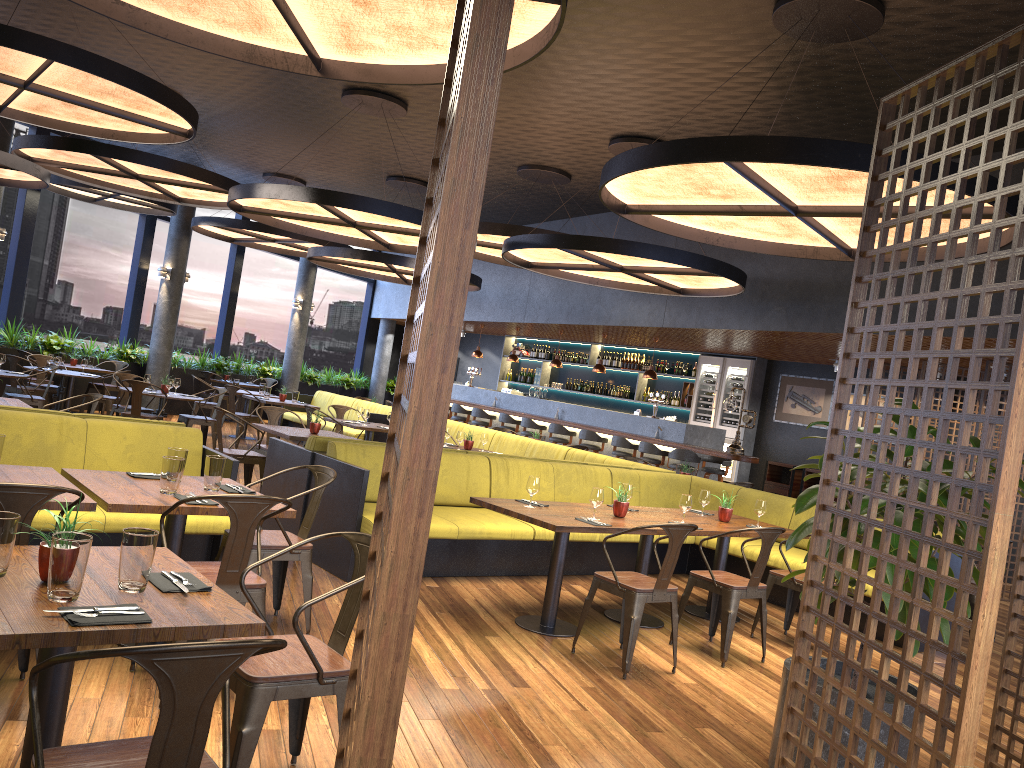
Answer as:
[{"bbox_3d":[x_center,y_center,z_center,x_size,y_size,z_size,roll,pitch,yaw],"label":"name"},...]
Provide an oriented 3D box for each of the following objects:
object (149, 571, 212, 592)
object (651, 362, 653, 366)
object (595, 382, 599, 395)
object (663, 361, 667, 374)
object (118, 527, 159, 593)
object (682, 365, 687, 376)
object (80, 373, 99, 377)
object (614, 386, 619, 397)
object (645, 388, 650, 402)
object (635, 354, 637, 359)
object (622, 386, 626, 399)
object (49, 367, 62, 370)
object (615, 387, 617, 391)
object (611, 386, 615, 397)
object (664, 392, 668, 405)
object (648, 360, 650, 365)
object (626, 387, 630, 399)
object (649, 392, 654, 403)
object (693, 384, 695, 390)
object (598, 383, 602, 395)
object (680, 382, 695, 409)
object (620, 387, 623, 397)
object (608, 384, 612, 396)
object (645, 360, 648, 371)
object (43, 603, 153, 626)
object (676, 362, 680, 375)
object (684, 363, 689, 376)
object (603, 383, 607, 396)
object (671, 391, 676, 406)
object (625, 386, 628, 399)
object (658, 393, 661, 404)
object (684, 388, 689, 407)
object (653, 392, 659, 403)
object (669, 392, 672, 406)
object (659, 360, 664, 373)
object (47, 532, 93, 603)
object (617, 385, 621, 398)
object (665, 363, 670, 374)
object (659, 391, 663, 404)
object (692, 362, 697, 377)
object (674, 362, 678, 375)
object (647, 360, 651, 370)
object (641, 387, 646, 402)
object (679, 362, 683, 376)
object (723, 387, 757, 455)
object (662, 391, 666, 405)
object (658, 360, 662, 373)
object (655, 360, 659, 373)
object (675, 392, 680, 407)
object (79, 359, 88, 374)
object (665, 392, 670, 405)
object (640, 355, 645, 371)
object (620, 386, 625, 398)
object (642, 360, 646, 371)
[{"bbox_3d":[-1.038,0.618,2.772,0.157,0.019,0.255,9,0,-39],"label":"object"},{"bbox_3d":[2.690,-0.336,17.104,0.056,0.227,0.056,9,0,-37],"label":"object"},{"bbox_3d":[1.743,0.088,18.097,0.063,0.254,0.063,9,0,24],"label":"object"},{"bbox_3d":[2.915,-0.314,16.869,0.063,0.254,0.063,9,0,39],"label":"object"},{"bbox_3d":[-1.116,0.525,2.634,0.102,0.178,0.102,9,0,37],"label":"object"},{"bbox_3d":[3.191,-0.248,16.399,0.097,0.206,0.097,9,0,20],"label":"object"},{"bbox_3d":[-5.908,-0.128,12.354,0.255,0.019,0.157,9,0,-7],"label":"object"},{"bbox_3d":[2.102,0.159,17.694,0.088,0.224,0.088,9,0,-24],"label":"object"},{"bbox_3d":[2.624,0.212,17.098,0.079,0.281,0.079,9,0,30],"label":"object"},{"bbox_3d":[2.425,-0.430,17.501,0.084,0.330,0.084,9,0,-32],"label":"object"},{"bbox_3d":[2.219,0.162,17.490,0.063,0.254,0.063,9,0,-31],"label":"object"},{"bbox_3d":[-6.460,-0.216,12.522,0.255,0.019,0.157,9,0,38],"label":"object"},{"bbox_3d":[2.072,0.164,17.906,0.097,0.206,0.097,9,0,-7],"label":"object"},{"bbox_3d":[2.035,0.149,17.777,0.088,0.224,0.088,9,0,21],"label":"object"},{"bbox_3d":[2.928,0.274,16.819,0.063,0.254,0.063,9,0,14],"label":"object"},{"bbox_3d":[2.651,-0.342,17.152,0.056,0.227,0.056,9,0,13],"label":"object"},{"bbox_3d":[2.308,0.177,17.550,0.063,0.254,0.063,9,0,24],"label":"object"},{"bbox_3d":[2.666,0.256,16.951,0.097,0.206,0.097,9,0,20],"label":"object"},{"bbox_3d":[3.341,0.113,16.189,0.097,0.206,0.097,9,0,1],"label":"object"},{"bbox_3d":[1.805,0.097,18.018,0.063,0.254,0.063,9,0,-1],"label":"object"},{"bbox_3d":[3.276,0.215,16.245,0.161,0.475,0.300,9,0,-39],"label":"object"},{"bbox_3d":[2.190,0.173,17.764,0.088,0.224,0.088,9,0,-44],"label":"object"},{"bbox_3d":[1.986,0.127,17.978,0.063,0.254,0.063,9,0,9],"label":"object"},{"bbox_3d":[2.605,-0.349,17.114,0.056,0.227,0.056,9,0,28],"label":"object"},{"bbox_3d":[-1.101,0.607,2.354,0.255,0.019,0.157,9,0,-39],"label":"object"},{"bbox_3d":[3.087,-0.288,16.470,0.063,0.254,0.063,9,0,-11],"label":"object"},{"bbox_3d":[3.256,-0.261,16.521,0.063,0.254,0.063,9,0,-31],"label":"object"},{"bbox_3d":[1.907,0.114,18.066,0.063,0.254,0.063,9,0,24],"label":"object"},{"bbox_3d":[3.036,0.276,16.577,0.079,0.281,0.079,9,0,25],"label":"object"},{"bbox_3d":[2.280,0.172,17.663,0.063,0.254,0.063,9,0,-11],"label":"object"},{"bbox_3d":[2.829,0.273,16.881,0.088,0.224,0.088,9,0,-44],"label":"object"},{"bbox_3d":[3.226,0.253,16.302,0.091,0.369,0.092,9,0,20],"label":"object"},{"bbox_3d":[2.735,0.258,16.824,0.088,0.224,0.088,9,0,21],"label":"object"},{"bbox_3d":[2.986,0.283,16.704,0.063,0.254,0.063,9,0,-31],"label":"object"},{"bbox_3d":[2.844,-0.326,16.810,0.063,0.254,0.063,9,0,24],"label":"object"},{"bbox_3d":[-1.225,0.507,2.446,0.102,0.178,0.102,9,0,-3],"label":"object"},{"bbox_3d":[2.132,0.149,17.563,0.063,0.254,0.063,9,0,44],"label":"object"},{"bbox_3d":[2.920,-0.290,16.716,0.097,0.206,0.097,9,0,20],"label":"object"},{"bbox_3d":[2.811,0.255,16.706,0.063,0.254,0.063,9,0,-36],"label":"object"},{"bbox_3d":[3.361,-0.258,16.280,0.079,0.281,0.079,9,0,-30],"label":"object"},{"bbox_3d":[3.075,-0.290,16.582,0.063,0.254,0.063,9,0,4],"label":"object"},{"bbox_3d":[2.643,-0.343,17.065,0.056,0.227,0.056,9,0,38],"label":"object"},{"bbox_3d":[2.566,0.203,17.171,0.079,0.281,0.079,9,0,-35],"label":"object"},{"bbox_3d":[3.156,-0.277,16.545,0.063,0.254,0.063,9,0,14],"label":"object"},{"bbox_3d":[3.216,0.520,12.598,0.566,0.944,0.263,9,0,44],"label":"object"},{"bbox_3d":[2.869,0.264,16.761,0.063,0.254,0.063,9,0,-11],"label":"object"},{"bbox_3d":[2.843,-0.326,16.958,0.063,0.254,0.063,9,0,14],"label":"object"},{"bbox_3d":[2.762,-0.339,16.900,0.063,0.254,0.063,9,0,-41],"label":"object"},{"bbox_3d":[3.094,0.285,16.503,0.079,0.281,0.079,9,0,-45],"label":"object"},{"bbox_3d":[-6.021,-0.241,12.470,0.097,0.206,0.097,9,0,-34],"label":"object"},{"bbox_3d":[2.927,0.273,16.646,0.063,0.254,0.063,9,0,14],"label":"object"},{"bbox_3d":[2.568,-0.408,17.374,0.084,0.330,0.084,9,0,-32],"label":"object"},{"bbox_3d":[2.205,0.161,17.624,0.063,0.254,0.063,9,0,-11],"label":"object"},{"bbox_3d":[2.567,-0.355,17.161,0.056,0.227,0.056,9,0,13],"label":"object"}]
